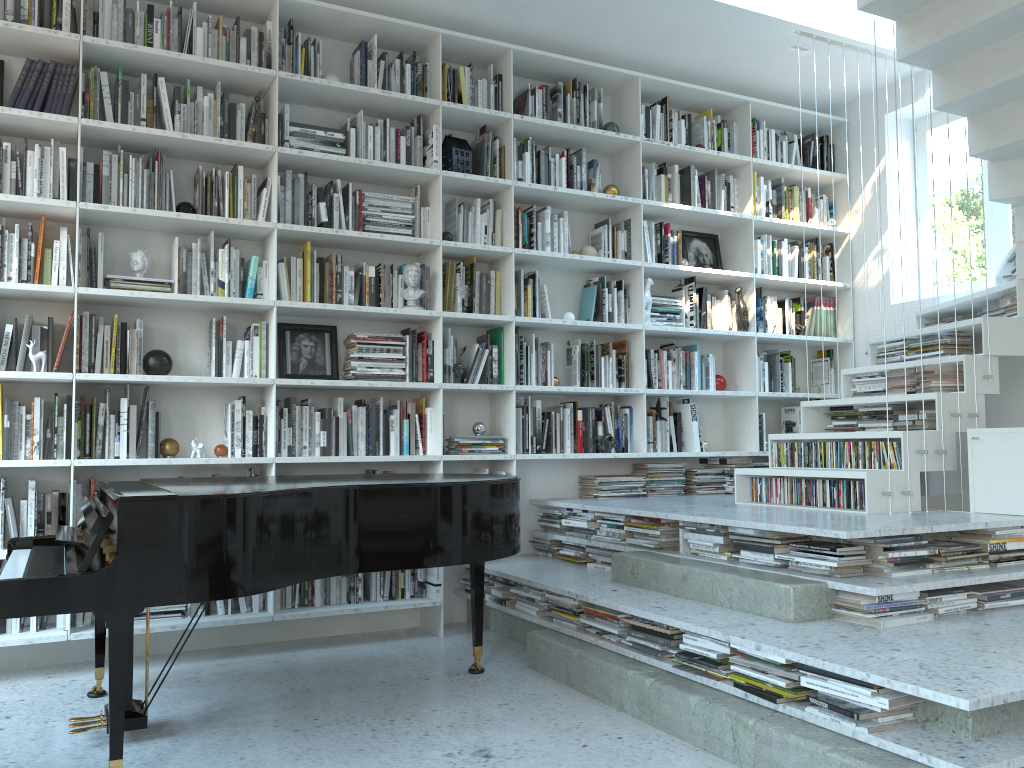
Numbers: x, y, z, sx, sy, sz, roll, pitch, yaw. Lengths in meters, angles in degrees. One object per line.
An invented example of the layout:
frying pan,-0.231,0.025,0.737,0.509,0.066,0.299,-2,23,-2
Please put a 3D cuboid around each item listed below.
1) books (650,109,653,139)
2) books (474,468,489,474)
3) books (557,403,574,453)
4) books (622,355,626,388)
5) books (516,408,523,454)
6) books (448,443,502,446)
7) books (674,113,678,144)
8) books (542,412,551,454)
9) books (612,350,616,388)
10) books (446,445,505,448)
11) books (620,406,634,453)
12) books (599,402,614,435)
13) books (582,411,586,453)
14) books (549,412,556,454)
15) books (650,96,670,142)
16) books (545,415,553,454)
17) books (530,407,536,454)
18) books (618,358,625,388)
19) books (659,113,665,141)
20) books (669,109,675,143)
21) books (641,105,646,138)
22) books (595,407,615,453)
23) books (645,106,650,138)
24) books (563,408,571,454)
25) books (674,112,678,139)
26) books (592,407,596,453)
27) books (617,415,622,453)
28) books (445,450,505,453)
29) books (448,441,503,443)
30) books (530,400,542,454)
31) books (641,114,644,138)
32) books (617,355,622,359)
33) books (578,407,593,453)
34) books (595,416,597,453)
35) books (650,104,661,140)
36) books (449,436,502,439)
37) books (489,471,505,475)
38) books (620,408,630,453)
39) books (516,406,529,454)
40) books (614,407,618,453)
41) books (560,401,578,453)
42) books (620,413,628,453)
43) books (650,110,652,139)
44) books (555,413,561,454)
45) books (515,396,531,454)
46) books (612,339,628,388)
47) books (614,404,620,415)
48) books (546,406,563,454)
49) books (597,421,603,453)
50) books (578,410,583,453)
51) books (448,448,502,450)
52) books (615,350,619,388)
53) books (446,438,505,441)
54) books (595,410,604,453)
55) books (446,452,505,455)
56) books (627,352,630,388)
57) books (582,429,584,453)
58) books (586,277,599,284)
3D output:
books,0.812,-1.544,5.453,0.027,0.249,0.140,1,-4,-27
books,-0.170,0.599,4.714,0.032,0.300,0.149,1,-4,-27
books,0.305,0.255,5.078,0.012,0.285,0.159,1,-4,-27
books,0.624,-0.062,5.245,0.013,0.203,0.158,1,-4,-27
books,0.016,0.262,4.922,0.012,0.254,0.161,1,-4,-27
books,-0.199,0.324,4.750,0.254,0.012,0.161,1,-4,-22
books,0.965,-1.535,5.506,0.022,0.236,0.172,1,-4,-27
books,0.151,0.276,4.985,0.065,0.231,0.162,1,-4,-27
books,0.551,-0.078,5.204,0.018,0.229,0.182,1,-4,-27
books,-0.197,0.336,4.746,0.285,0.012,0.159,1,-4,-24
books,0.664,0.270,5.242,0.025,0.272,0.171,1,-4,-27
books,0.556,0.257,5.199,0.013,0.293,0.134,1,-4,-27
books,0.379,0.278,5.117,0.021,0.242,0.131,1,-4,-27
books,0.198,0.277,5.022,0.029,0.234,0.142,1,-4,-27
books,0.912,-1.584,5.477,0.014,0.332,0.180,1,-4,-27
books,0.185,0.284,5.003,0.011,0.217,0.175,1,-4,-27
books,0.082,0.261,4.935,0.023,0.256,0.178,1,-4,-27
books,0.605,-0.053,5.215,0.016,0.180,0.189,1,-4,-27
books,0.887,-1.534,5.473,0.030,0.231,0.148,1,-4,-27
books,0.949,-1.548,5.498,0.014,0.262,0.168,1,-4,-27
books,0.753,-1.548,5.400,0.025,0.250,0.178,1,-4,-27
books,0.524,0.269,5.171,0.070,0.266,0.186,1,-4,-27
books,0.778,-1.543,5.407,0.026,0.241,0.184,1,-4,-27
books,0.275,0.269,5.041,0.025,0.252,0.181,1,-4,-27
books,0.981,-1.542,5.524,0.021,0.254,0.151,1,-4,-27
books,0.427,0.269,5.131,0.026,0.263,0.169,1,-4,-27
books,0.592,0.294,5.202,0.013,0.220,0.168,1,-4,-27
books,-0.199,0.360,4.749,0.285,0.012,0.159,1,-4,-22
books,-0.195,0.311,4.741,0.254,0.012,0.161,2,-5,-27
books,0.106,0.242,4.948,0.030,0.294,0.188,1,-4,-27
books,0.737,-1.515,5.377,0.022,0.182,0.190,1,-4,-27
books,0.606,-0.063,5.248,0.016,0.205,0.141,1,-4,-27
books,0.408,0.268,5.113,0.026,0.262,0.173,1,-4,-27
books,0.448,0.295,5.142,0.022,0.211,0.135,1,-4,-27
books,0.853,-1.558,5.456,0.048,0.278,0.150,1,-4,-27
books,-0.196,0.287,4.745,0.254,0.012,0.161,1,-4,-18
books,-0.082,0.607,4.737,0.021,0.284,0.172,1,-4,-27
books,0.642,0.276,5.230,0.026,0.258,0.157,1,-4,-27
books,0.041,0.256,4.913,0.023,0.262,0.186,1,-4,-27
books,0.571,0.272,5.206,0.021,0.264,0.150,1,-4,-27
books,0.326,0.250,5.065,0.012,0.293,0.175,1,-4,-27
books,0.622,0.290,5.211,0.025,0.228,0.176,1,-4,-27
books,0.797,-1.536,5.425,0.024,0.231,0.168,1,-4,-27
books,0.224,0.281,5.030,0.024,0.228,0.160,1,-4,-27
books,0.055,0.230,4.923,0.010,0.316,0.187,1,-4,-27
books,0.636,-0.108,5.246,0.007,0.295,0.162,1,-4,-27
books,0.591,0.265,5.232,0.012,0.282,0.143,1,-4,-27
books,0.242,0.261,5.037,0.014,0.267,0.171,1,-4,-27
books,0.472,0.310,5.146,0.025,0.181,0.169,1,-4,-27
books,0.344,0.275,5.075,0.031,0.244,0.184,1,-4,-27
books,-0.198,0.348,4.747,0.254,0.012,0.161,1,-4,-21
books,0.576,-0.077,5.231,0.021,0.231,0.155,1,-4,-27
books,-0.199,0.299,4.750,0.285,0.012,0.159,1,-4,-23
books,0.487,0.277,5.158,0.012,0.249,0.164,1,-4,-27
books,-0.197,0.372,4.744,0.285,0.012,0.159,1,-4,-24
books,0.656,-0.070,5.279,0.009,0.223,0.146,1,-4,-27
books,0.362,0.280,5.100,0.025,0.237,0.156,1,-4,-27
books,0.478,-0.474,5.218,0.016,0.290,0.135,1,-4,-27
